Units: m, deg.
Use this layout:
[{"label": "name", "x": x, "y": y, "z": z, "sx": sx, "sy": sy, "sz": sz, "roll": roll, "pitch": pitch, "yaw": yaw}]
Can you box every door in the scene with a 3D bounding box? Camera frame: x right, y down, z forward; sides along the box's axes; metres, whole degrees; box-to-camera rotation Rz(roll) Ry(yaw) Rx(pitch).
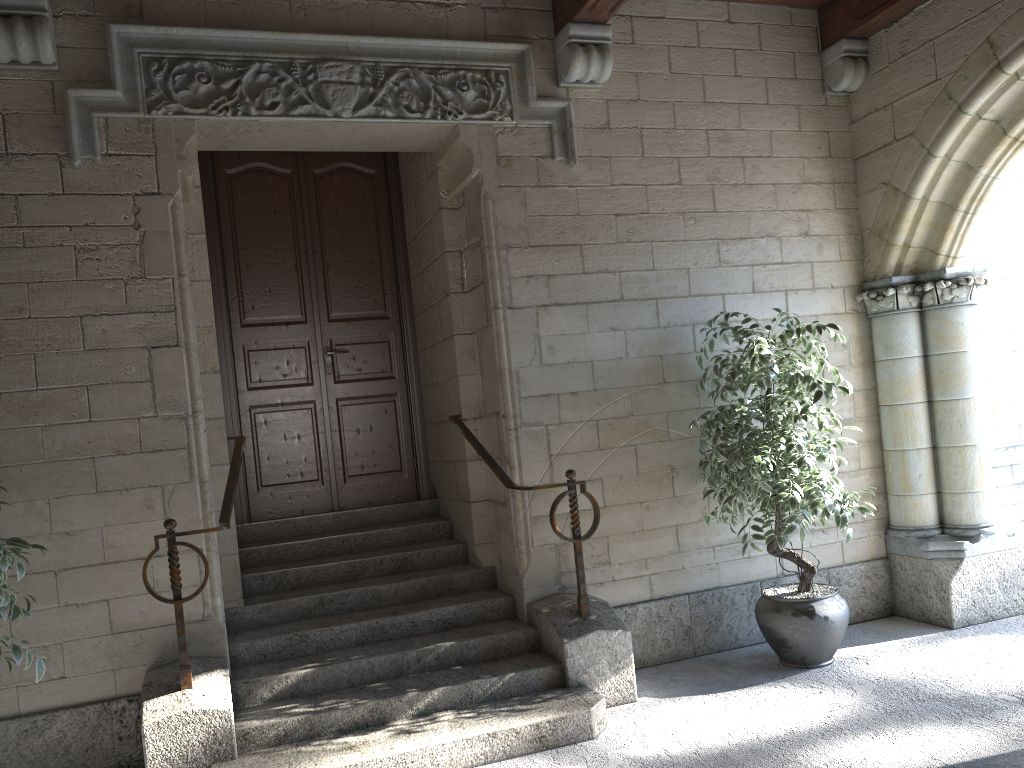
[{"label": "door", "x": -1.085, "y": -0.335, "z": 4.914, "sx": 1.135, "sy": 2.121, "sz": 0.226, "roll": -6, "pitch": 0, "yaw": -19}]

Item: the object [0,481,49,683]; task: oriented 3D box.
[{"label": "object", "x": -1.885, "y": 0.706, "z": 2.680, "sx": 0.752, "sy": 1.618, "sz": 0.786, "roll": -6, "pitch": 0, "yaw": 12}]

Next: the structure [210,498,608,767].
[{"label": "structure", "x": -0.741, "y": 1.061, "z": 4.303, "sx": 1.459, "sy": 0.809, "sz": 2.578, "roll": -5, "pitch": -2, "yaw": -19}]

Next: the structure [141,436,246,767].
[{"label": "structure", "x": -1.232, "y": 0.852, "z": 3.540, "sx": 0.476, "sy": 1.261, "sz": 0.889, "roll": -6, "pitch": 0, "yaw": -19}]

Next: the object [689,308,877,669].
[{"label": "object", "x": 1.193, "y": 0.448, "z": 3.976, "sx": 0.750, "sy": 1.618, "sz": 0.788, "roll": -6, "pitch": 0, "yaw": -23}]

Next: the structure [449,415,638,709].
[{"label": "structure", "x": 0.092, "y": 0.738, "z": 4.005, "sx": 0.472, "sy": 1.261, "sz": 0.889, "roll": -6, "pitch": 0, "yaw": -19}]
